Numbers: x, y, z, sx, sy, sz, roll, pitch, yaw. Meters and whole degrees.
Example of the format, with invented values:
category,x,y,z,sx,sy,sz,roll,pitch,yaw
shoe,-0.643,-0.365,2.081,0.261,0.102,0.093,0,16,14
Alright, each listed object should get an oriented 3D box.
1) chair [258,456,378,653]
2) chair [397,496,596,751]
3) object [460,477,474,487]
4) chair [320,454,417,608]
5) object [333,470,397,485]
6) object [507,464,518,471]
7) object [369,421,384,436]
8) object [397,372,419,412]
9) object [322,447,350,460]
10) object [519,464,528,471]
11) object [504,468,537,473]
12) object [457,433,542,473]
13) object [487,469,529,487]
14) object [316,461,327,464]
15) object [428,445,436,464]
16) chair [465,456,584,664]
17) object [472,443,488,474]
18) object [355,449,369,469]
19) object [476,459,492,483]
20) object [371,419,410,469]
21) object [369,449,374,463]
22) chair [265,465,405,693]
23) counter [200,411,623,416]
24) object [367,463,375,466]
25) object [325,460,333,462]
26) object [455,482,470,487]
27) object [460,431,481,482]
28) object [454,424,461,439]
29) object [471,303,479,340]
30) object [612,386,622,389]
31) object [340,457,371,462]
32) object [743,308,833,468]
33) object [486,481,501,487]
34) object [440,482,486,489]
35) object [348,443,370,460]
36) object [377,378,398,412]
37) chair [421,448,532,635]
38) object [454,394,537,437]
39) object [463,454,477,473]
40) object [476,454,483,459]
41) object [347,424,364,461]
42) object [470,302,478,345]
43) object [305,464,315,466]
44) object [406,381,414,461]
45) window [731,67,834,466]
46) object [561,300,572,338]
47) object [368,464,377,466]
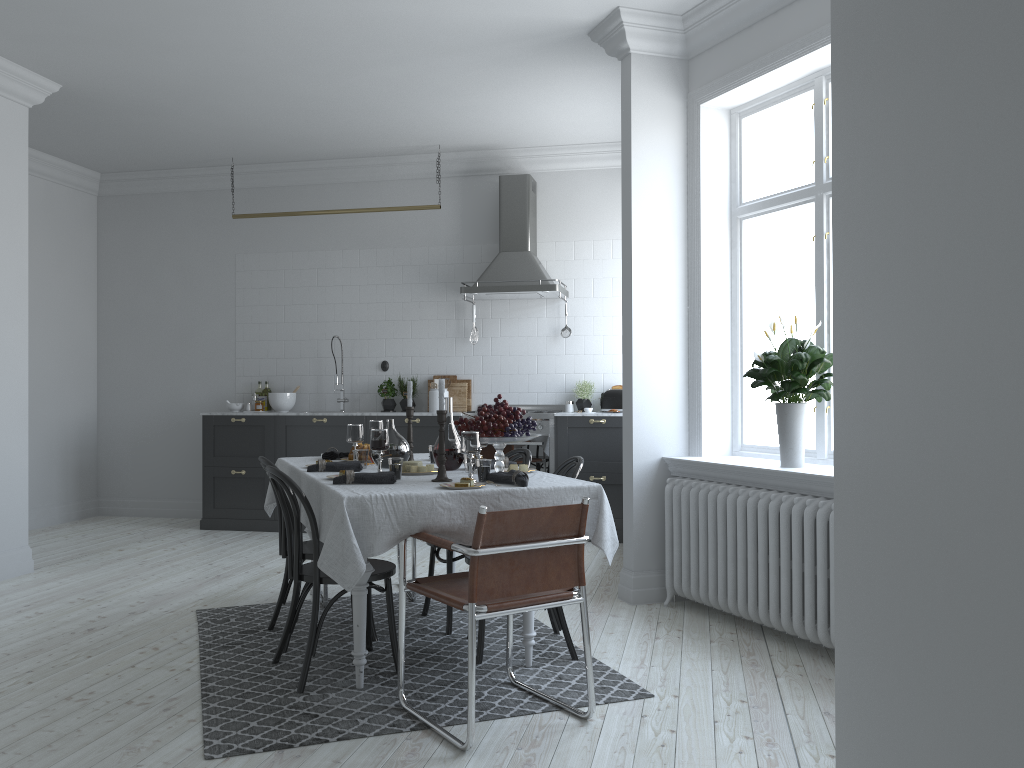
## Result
category,x,y,z,sx,sy,sz,roll,pitch,yaw
chair,-0.973,0.805,4.420,0.564,0.909,0.463,0,0,-25
chair,-0.068,0.830,3.338,0.546,0.837,0.593,0,0,-33
object,-0.179,0.389,3.520,0.057,0.037,0.021,0,0,33
chair,-0.883,0.847,5.299,0.546,0.837,0.593,0,0,-17
object,-0.591,0.382,3.642,0.247,0.061,0.165,0,-1,-39
object,0.002,0.392,4.136,0.039,0.040,0.078,0,0,-13
object,-0.767,0.315,5.006,0.083,0.215,0.083,0,0,17
object,-0.940,0.067,7.969,0.196,0.367,0.186,0,0,-33
object,-1.028,0.393,4.993,0.165,0.061,0.247,0,-1,-39
object,0.043,0.393,4.150,0.040,0.039,0.077,0,0,-18
object,0.023,0.406,4.137,0.182,0.013,0.182,0,0,12
object,-0.054,0.316,3.863,0.367,0.188,0.367,0,-1,-37
object,0.034,0.380,3.632,0.165,0.061,0.247,0,-1,-39
object,-0.949,0.398,4.422,0.057,0.037,0.021,0,0,2
object,-0.404,0.370,4.645,0.066,0.094,0.066,0,0,1
chair,0.060,0.800,4.189,0.564,0.909,0.463,0,0,-10
object,-0.152,0.306,4.072,0.083,0.215,0.083,0,0,7
object,-0.736,0.369,4.350,0.066,0.094,0.066,0,0,1
object,-0.118,0.362,3.694,0.066,0.094,0.066,0,0,1
object,-0.598,0.295,4.365,0.194,0.245,0.194,0,0,-5
object,-0.705,0.367,4.654,0.091,0.101,0.091,0,0,-33
chair,-0.789,0.801,3.879,0.564,0.909,0.463,0,0,-30
counter,-0.790,0.259,7.756,3.902,0.020,0.624,0,0,12
object,-0.679,0.399,4.539,0.167,0.031,0.031,0,-1,-43
object,-0.927,0.398,4.446,0.057,0.037,0.021,0,0,30
object,-0.194,0.398,3.480,0.057,0.021,0.037,0,0,12
object,-0.170,0.303,3.632,0.083,0.215,0.083,0,0,17
object,-0.289,0.311,4.595,0.083,0.215,0.083,0,0,17
object,-0.334,-0.560,7.898,0.066,0.332,0.024,0,0,17
object,0.897,0.068,7.545,0.107,0.110,0.010,0,0,16
object,-0.806,0.412,4.812,0.251,0.018,0.251,0,0,12
object,-10.615,-0.947,5.316,72.085,19.432,33.873,0,0,-23
object,-0.072,0.402,3.586,0.031,0.012,0.131,0,0,-26
object,-0.194,0.402,3.491,0.182,0.013,0.182,0,0,22
object,-0.816,0.371,4.808,0.191,0.105,0.164,0,0,31
object,-1.127,0.096,8.022,0.172,0.311,0.179,0,0,23
chair,-0.174,0.804,4.717,0.564,0.909,0.463,0,0,-25
object,-0.058,0.151,3.853,0.347,0.215,0.318,0,0,-26
object,-0.195,0.366,4.131,0.066,0.094,0.066,0,0,23
object,-0.176,0.398,4.744,0.036,0.039,0.051,0,0,-11
object,-0.784,0.311,4.435,0.083,0.215,0.083,0,0,17
object,-0.339,-0.536,7.865,0.074,0.381,0.076,0,0,-8
object,-0.937,0.411,4.428,0.182,0.013,0.182,0,0,27
object,-0.530,0.201,4.604,0.089,0.432,0.089,0,0,34
window,1.766,-0.605,4.291,0.061,2.080,2.079,0,0,-26
object,0.471,-0.564,7.719,0.101,0.331,0.030,0,0,22
object,-0.665,0.413,4.553,0.150,0.009,0.075,0,-1,-43
